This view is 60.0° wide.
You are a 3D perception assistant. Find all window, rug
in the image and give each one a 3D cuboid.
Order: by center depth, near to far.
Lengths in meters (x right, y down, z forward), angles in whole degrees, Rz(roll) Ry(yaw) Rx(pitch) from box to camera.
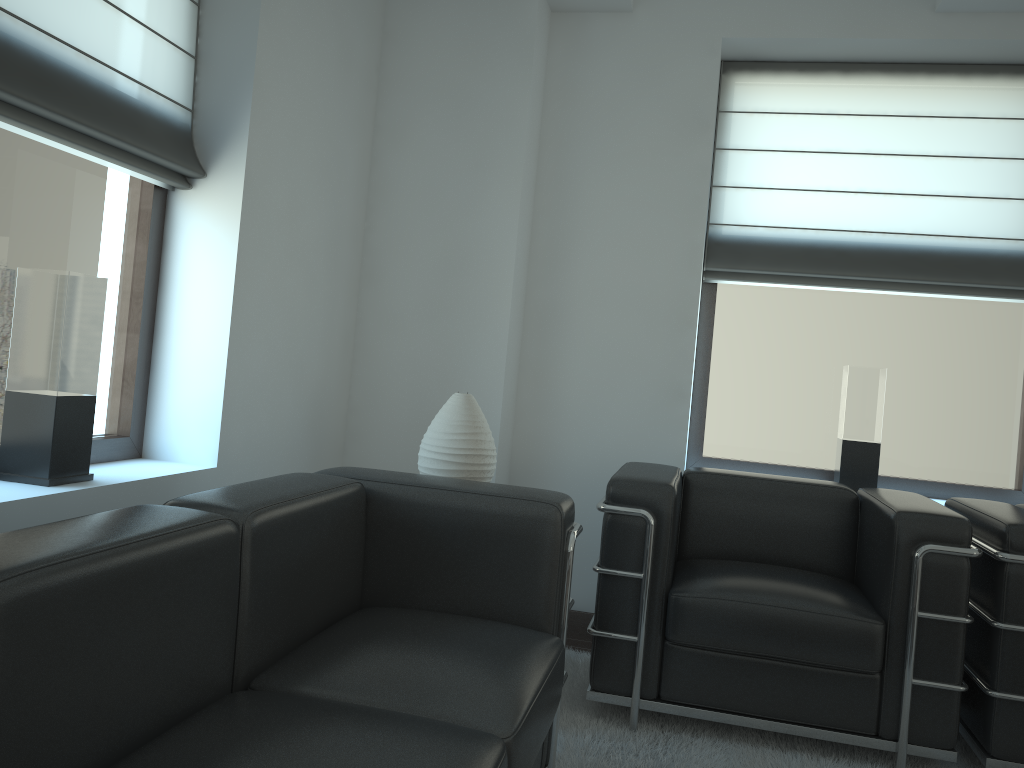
[{"bbox_3d":[1.031,1.648,1.801,5.171,0.110,6.248,5,1,12],"label":"rug"},{"bbox_3d":[-1.860,-1.025,3.350,0.146,2.733,1.699,5,0,12],"label":"window"},{"bbox_3d":[2.325,-0.686,5.745,2.133,2.733,0.146,5,-1,12],"label":"window"}]

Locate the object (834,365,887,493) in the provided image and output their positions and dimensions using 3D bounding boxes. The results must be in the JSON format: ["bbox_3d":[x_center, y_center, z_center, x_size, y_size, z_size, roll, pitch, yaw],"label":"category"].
[{"bbox_3d":[2.131,0.283,5.434,0.243,0.776,0.238,5,-1,12],"label":"object"}]

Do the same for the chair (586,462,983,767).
[{"bbox_3d":[1.254,1.073,4.386,1.647,1.171,1.122,5,0,12],"label":"chair"}]

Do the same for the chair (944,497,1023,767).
[{"bbox_3d":[2.891,1.227,4.014,1.647,1.171,1.122,5,0,12],"label":"chair"}]

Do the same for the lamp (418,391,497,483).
[{"bbox_3d":[-0.260,0.363,4.205,0.375,0.655,0.374,5,-1,42],"label":"lamp"}]

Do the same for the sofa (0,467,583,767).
[{"bbox_3d":[-0.635,0.942,1.915,1.124,1.170,3.474,5,1,12],"label":"sofa"}]

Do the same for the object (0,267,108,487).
[{"bbox_3d":[-1.711,-0.029,3.311,0.243,0.776,0.238,5,-1,12],"label":"object"}]

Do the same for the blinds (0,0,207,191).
[{"bbox_3d":[-1.647,-1.636,3.332,0.222,1.477,1.685,5,0,12],"label":"blinds"}]

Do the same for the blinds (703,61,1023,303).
[{"bbox_3d":[2.348,-1.312,5.590,2.124,1.477,0.222,5,-1,12],"label":"blinds"}]
